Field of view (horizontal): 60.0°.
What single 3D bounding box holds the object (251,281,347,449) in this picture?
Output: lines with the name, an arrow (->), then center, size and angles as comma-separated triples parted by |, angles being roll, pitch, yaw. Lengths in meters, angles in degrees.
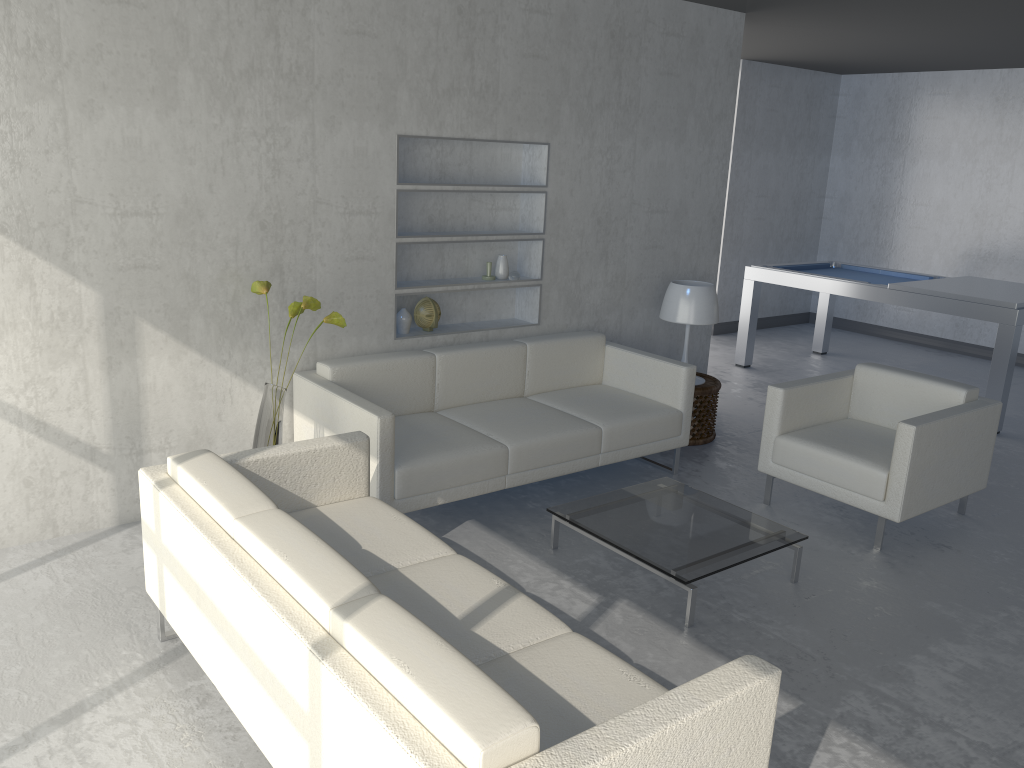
object -> -0.903, 0.110, 3.751 | 0.400, 1.051, 0.387 | 0, 15, -10

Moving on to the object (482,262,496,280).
object -> -0.125, -0.615, 4.820 | 0.074, 0.094, 0.074 | 7, 15, 15

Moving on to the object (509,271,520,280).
object -> 0.015, -0.595, 4.856 | 0.064, 0.050, 0.064 | -6, 17, -31

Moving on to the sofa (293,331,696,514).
sofa -> -0.031, 0.180, 4.408 | 1.881, 0.658, 0.821 | -9, 19, -37

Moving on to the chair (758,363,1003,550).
chair -> 1.752, 0.299, 4.282 | 0.821, 0.662, 0.748 | -9, 19, -37

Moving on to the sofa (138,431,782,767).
sofa -> -0.315, 0.688, 2.435 | 0.821, 0.658, 1.881 | -9, 19, -37

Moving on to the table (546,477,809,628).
table -> 0.663, 0.656, 3.653 | 0.730, 0.190, 0.773 | -9, 19, -37

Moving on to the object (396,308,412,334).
object -> -0.558, -0.325, 4.562 | 0.086, 0.128, 0.086 | -5, 17, -26

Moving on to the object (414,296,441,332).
object -> -0.422, -0.363, 4.625 | 0.088, 0.179, 0.163 | 16, 20, 40

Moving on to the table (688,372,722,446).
table -> 1.019, 0.138, 5.364 | 0.452, 0.358, 0.452 | 10, 16, 26

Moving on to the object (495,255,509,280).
object -> -0.054, -0.642, 4.861 | 0.079, 0.130, 0.079 | -9, 19, -39

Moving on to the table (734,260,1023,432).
table -> 2.949, -0.401, 6.734 | 1.180, 0.835, 2.095 | -9, 19, -37

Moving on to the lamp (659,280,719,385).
lamp -> 1.039, -0.307, 5.245 | 0.347, 0.582, 0.347 | 8, 16, 20
